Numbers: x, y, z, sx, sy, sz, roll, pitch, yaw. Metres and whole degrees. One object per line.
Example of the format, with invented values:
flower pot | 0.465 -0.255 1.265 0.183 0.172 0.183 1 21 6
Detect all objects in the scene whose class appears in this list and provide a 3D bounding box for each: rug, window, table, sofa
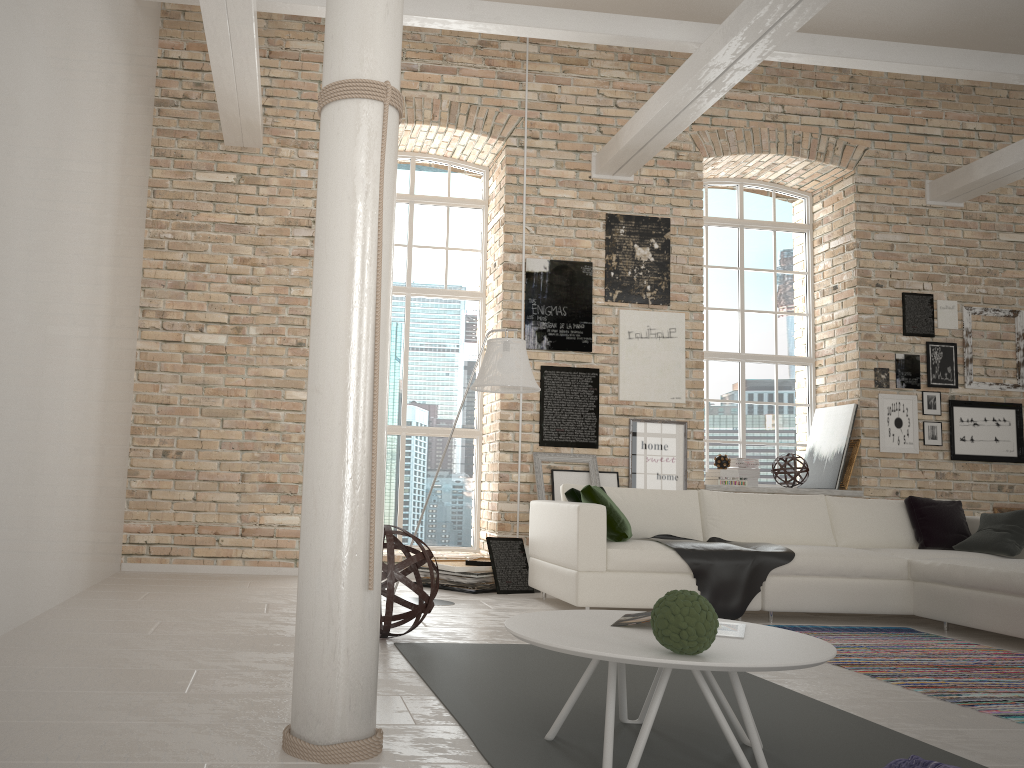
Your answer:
rug | 0.509 1.111 2.950 1.404 0.041 2.782 4 -7 -14
rug | 2.141 1.301 3.989 1.374 0.008 2.747 4 -7 -14
window | 0.464 -0.952 2.547 1.397 3.655 11.689 3 -7 -14
table | 0.433 0.892 2.575 0.924 0.342 0.898 2 -7 4
window | 3.618 -1.119 2.945 1.397 2.988 11.689 3 -7 -14
sofa | 1.985 1.084 5.417 3.223 0.842 2.211 3 -7 -9

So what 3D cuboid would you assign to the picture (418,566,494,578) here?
picture | -0.275 1.407 6.784 0.627 0.048 0.731 -3 -9 37

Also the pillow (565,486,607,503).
pillow | 0.557 0.863 5.937 0.334 0.365 0.385 -3 -8 35

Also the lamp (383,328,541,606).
lamp | -0.316 0.527 5.785 1.057 1.775 0.427 -2 -7 25

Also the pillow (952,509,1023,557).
pillow | 3.186 0.966 5.866 0.327 0.305 0.433 4 -7 -21

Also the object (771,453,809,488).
object | 2.441 0.761 7.829 0.294 0.307 0.318 4 -7 -19

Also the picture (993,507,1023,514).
picture | 4.502 1.458 7.734 0.497 0.748 0.226 2 -7 -8

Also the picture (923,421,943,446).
picture | 3.710 0.439 7.863 0.173 0.213 0.012 2 -7 -7

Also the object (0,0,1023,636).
object | 3.193 -1.182 2.931 9.942 4.798 12.100 3 -7 -11

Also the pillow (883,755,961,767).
pillow | 0.980 0.963 2.011 0.332 0.164 0.377 7 -8 -35

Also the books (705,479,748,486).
books | 1.856 0.858 7.737 0.269 0.048 0.224 4 -7 -13

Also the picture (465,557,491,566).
picture | -0.163 1.355 6.802 0.302 0.048 0.370 0 -7 17

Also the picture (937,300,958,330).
picture | 3.912 -0.623 8.010 0.191 0.259 0.012 2 -7 -7

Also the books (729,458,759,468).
books | 2.052 0.716 8.080 0.288 0.085 0.242 6 -8 -29

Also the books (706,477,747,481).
books | 1.859 0.822 7.741 0.264 0.024 0.224 4 -7 -13

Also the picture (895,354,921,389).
picture | 3.508 -0.112 7.901 0.226 0.306 0.015 2 -7 -7

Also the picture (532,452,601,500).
picture | 0.465 0.855 7.288 0.535 0.582 0.288 3 -7 -8

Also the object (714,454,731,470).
object | 1.844 0.685 7.820 0.148 0.137 0.137 0 -7 17

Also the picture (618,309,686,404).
picture | 1.198 -0.236 7.635 0.580 0.784 0.037 2 -7 -7

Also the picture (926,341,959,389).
picture | 3.832 -0.169 7.940 0.287 0.409 0.010 2 -7 -7

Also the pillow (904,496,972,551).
pillow | 3.013 0.989 6.270 0.420 0.390 0.246 3 -7 -8

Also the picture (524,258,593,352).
picture | 0.398 -0.671 7.595 0.581 0.785 0.037 2 -7 -7

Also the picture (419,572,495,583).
picture | -0.248 1.447 6.778 0.732 0.048 0.627 8 -9 -40

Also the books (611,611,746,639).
books | 0.516 0.719 2.740 0.390 0.048 0.291 0 -7 20

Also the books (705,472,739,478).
books | 1.825 0.792 7.754 0.194 0.040 0.203 5 -7 -24

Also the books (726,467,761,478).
books | 2.058 0.801 8.078 0.230 0.088 0.327 4 -7 -17

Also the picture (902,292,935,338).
picture | 3.634 -0.618 7.972 0.291 0.394 0.019 2 -7 -7

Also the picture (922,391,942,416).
picture | 3.716 0.172 7.895 0.173 0.213 0.012 2 -7 -7

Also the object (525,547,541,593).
object | 0.060 1.373 6.546 0.254 0.331 0.165 6 -8 -31

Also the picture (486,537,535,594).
picture | -0.013 1.326 6.502 0.311 0.404 0.203 6 -8 -31

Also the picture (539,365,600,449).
picture | 0.480 0.196 7.519 0.503 0.681 0.065 2 -7 -7

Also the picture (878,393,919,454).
picture | 3.398 0.347 7.832 0.360 0.514 0.013 2 -7 -7

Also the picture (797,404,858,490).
picture | 2.849 0.577 8.058 0.240 0.764 0.601 3 -7 -13

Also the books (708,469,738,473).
books | 1.833 0.758 7.758 0.176 0.030 0.183 5 -7 -21

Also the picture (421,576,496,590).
picture | -0.289 1.485 6.788 0.621 0.048 0.740 -1 -7 25

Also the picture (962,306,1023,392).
picture | 4.336 -0.313 8.017 0.594 0.749 0.026 2 -7 -6

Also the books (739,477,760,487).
books | 2.056 0.883 8.067 0.236 0.088 0.320 3 -7 -7

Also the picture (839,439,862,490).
picture | 2.916 0.718 7.889 0.169 0.460 0.371 3 -7 -13

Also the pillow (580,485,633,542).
pillow | 0.599 0.816 5.659 0.316 0.343 0.401 0 -7 14

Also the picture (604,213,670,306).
picture | 1.088 -1.078 7.739 0.579 0.783 0.037 2 -7 -7

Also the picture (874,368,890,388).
picture | 3.263 -0.053 7.865 0.133 0.178 0.008 2 -7 -2

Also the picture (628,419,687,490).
picture | 1.234 0.680 7.534 0.510 0.756 0.012 2 -7 -7

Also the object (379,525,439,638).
object | -0.625 0.963 4.363 0.505 0.543 0.578 6 -8 -35

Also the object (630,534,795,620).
object | 1.221 1.215 5.669 0.875 0.464 0.794 3 -7 -12

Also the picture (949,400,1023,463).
picture | 4.210 0.423 7.918 0.702 0.535 0.032 3 -7 -6

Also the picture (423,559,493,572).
picture | -0.267 1.368 6.761 0.737 0.048 0.623 7 -8 -32

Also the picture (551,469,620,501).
picture | 0.616 0.999 7.358 0.566 0.568 0.149 3 -7 -7

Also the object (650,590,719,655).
object | 0.438 0.605 2.263 0.151 0.164 0.174 6 -8 -34

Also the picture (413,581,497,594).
picture | -0.273 1.518 6.752 0.628 0.048 0.732 -3 -9 39
